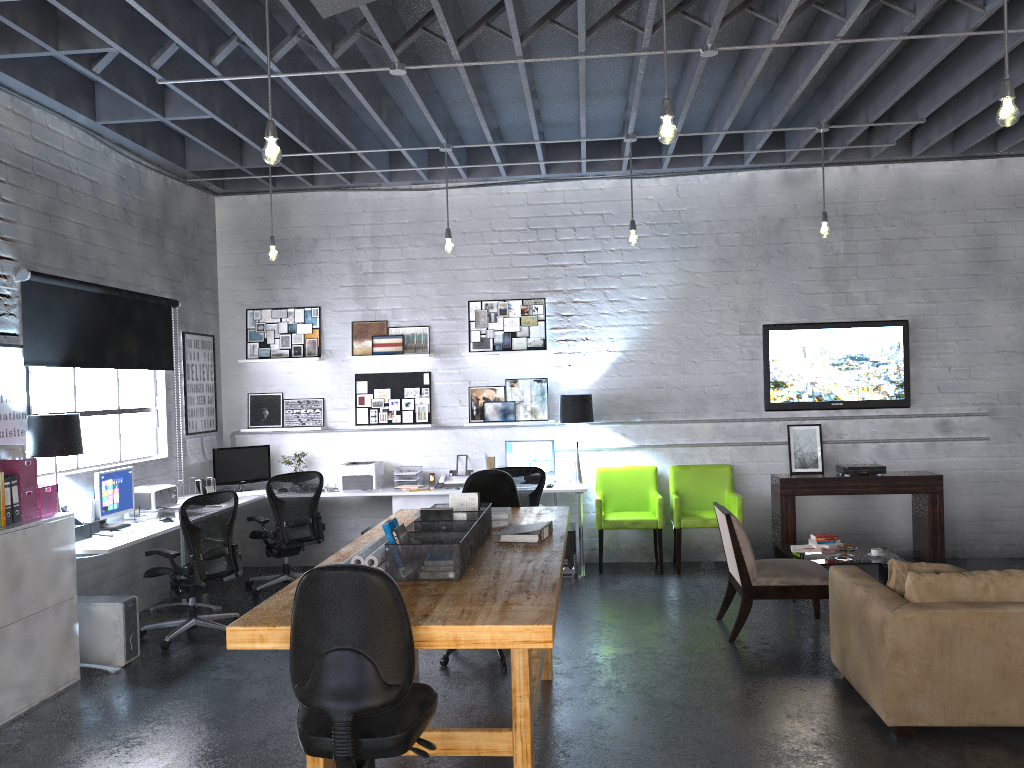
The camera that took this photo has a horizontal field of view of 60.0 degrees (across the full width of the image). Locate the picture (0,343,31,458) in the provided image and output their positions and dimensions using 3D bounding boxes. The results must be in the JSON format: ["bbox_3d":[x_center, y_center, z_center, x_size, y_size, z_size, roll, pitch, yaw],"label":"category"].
[{"bbox_3d":[-3.140,0.141,5.416,0.020,0.780,0.606,-2,1,5],"label":"picture"}]

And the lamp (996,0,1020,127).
[{"bbox_3d":[2.179,-1.576,3.913,0.104,0.878,0.104,-2,1,-41],"label":"lamp"}]

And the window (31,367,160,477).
[{"bbox_3d":[-3.131,0.014,6.690,0.030,1.220,1.821,-2,0,5],"label":"window"}]

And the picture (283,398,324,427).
[{"bbox_3d":[-2.038,0.281,8.670,0.410,0.277,0.036,-2,1,5],"label":"picture"}]

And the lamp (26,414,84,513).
[{"bbox_3d":[-2.902,0.611,5.645,0.333,0.832,0.333,-2,1,-34],"label":"lamp"}]

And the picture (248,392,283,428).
[{"bbox_3d":[-2.422,0.259,8.705,0.355,0.343,0.042,-2,1,5],"label":"picture"}]

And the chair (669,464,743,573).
[{"bbox_3d":[1.770,1.220,8.128,0.611,0.920,0.516,-2,1,5],"label":"chair"}]

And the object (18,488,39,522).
[{"bbox_3d":[-2.899,0.702,5.148,0.214,0.177,0.161,-2,0,5],"label":"object"}]

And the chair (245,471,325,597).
[{"bbox_3d":[-2.009,1.274,7.763,0.753,1.031,0.731,-1,1,29],"label":"chair"}]

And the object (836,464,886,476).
[{"bbox_3d":[3.164,0.779,8.050,0.370,0.082,0.266,-2,0,5],"label":"object"}]

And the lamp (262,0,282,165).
[{"bbox_3d":[-1.150,-1.479,4.197,0.104,0.878,0.104,-2,1,5],"label":"lamp"}]

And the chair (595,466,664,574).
[{"bbox_3d":[1.077,1.240,8.187,0.611,0.920,0.516,-2,1,5],"label":"chair"}]

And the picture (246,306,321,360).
[{"bbox_3d":[-2.236,-0.495,8.667,0.749,0.503,0.058,-2,1,5],"label":"picture"}]

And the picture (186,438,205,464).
[{"bbox_3d":[-2.891,0.609,8.109,0.036,0.221,0.289,-2,0,5],"label":"picture"}]

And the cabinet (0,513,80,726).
[{"bbox_3d":[-2.931,1.302,4.864,0.465,1.021,1.151,-2,0,5],"label":"cabinet"}]

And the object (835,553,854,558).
[{"bbox_3d":[2.606,1.339,6.954,0.137,0.031,0.137,-2,0,31],"label":"object"}]

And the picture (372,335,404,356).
[{"bbox_3d":[-1.202,-0.372,8.572,0.311,0.196,0.029,-2,1,5],"label":"picture"}]

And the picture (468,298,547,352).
[{"bbox_3d":[-0.046,-0.559,8.481,0.749,0.503,0.058,-2,1,5],"label":"picture"}]

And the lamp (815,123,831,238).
[{"bbox_3d":[2.435,-1.580,6.930,0.104,0.878,0.104,-2,1,-41],"label":"lamp"}]

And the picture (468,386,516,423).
[{"bbox_3d":[-0.192,0.193,8.503,0.452,0.345,0.054,-2,1,5],"label":"picture"}]

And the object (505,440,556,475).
[{"bbox_3d":[0.181,0.732,8.311,0.465,0.417,0.212,-2,1,10],"label":"object"}]

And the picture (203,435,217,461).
[{"bbox_3d":[-2.862,0.608,8.455,0.036,0.221,0.289,-2,0,5],"label":"picture"}]

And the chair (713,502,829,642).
[{"bbox_3d":[1.787,1.256,6.042,0.725,0.842,0.575,-2,1,5],"label":"chair"}]

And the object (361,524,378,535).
[{"bbox_3d":[-1.274,1.563,8.350,0.180,0.411,0.476,-2,0,5],"label":"object"}]

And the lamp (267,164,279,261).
[{"bbox_3d":[-1.983,-1.452,7.306,0.104,0.878,0.104,-2,1,5],"label":"lamp"}]

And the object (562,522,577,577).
[{"bbox_3d":[0.499,1.512,8.120,0.180,0.411,0.476,-2,0,5],"label":"object"}]

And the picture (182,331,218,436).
[{"bbox_3d":[-2.903,-0.004,8.266,0.020,0.935,0.658,-2,1,5],"label":"picture"}]

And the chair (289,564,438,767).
[{"bbox_3d":[-0.530,1.159,3.102,0.659,1.165,0.687,-2,1,3],"label":"chair"}]

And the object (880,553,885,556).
[{"bbox_3d":[2.899,1.331,6.923,0.022,0.009,0.108,-2,0,44],"label":"object"}]

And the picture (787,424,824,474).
[{"bbox_3d":[2.729,0.604,8.244,0.308,0.457,0.092,-2,1,5],"label":"picture"}]

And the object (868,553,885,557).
[{"bbox_3d":[2.852,1.339,6.938,0.131,0.016,0.131,-2,0,11],"label":"object"}]

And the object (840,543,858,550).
[{"bbox_3d":[2.763,1.331,7.295,0.151,0.040,0.151,-2,0,22],"label":"object"}]

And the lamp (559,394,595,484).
[{"bbox_3d":[0.605,0.512,8.243,0.333,0.832,0.333,-2,1,-34],"label":"lamp"}]

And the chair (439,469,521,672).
[{"bbox_3d":[-0.125,1.150,5.641,0.659,1.165,0.687,-2,1,3],"label":"chair"}]

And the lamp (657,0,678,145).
[{"bbox_3d":[0.697,-1.533,4.039,0.104,0.878,0.104,-2,1,5],"label":"lamp"}]

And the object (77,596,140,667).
[{"bbox_3d":[-2.694,1.601,5.749,0.478,0.411,0.200,-2,1,5],"label":"object"}]

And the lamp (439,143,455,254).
[{"bbox_3d":[-0.524,-1.494,7.182,0.104,0.878,0.104,-2,1,5],"label":"lamp"}]

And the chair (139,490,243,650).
[{"bbox_3d":[-2.306,1.281,6.326,0.753,1.031,0.731,-2,1,9],"label":"chair"}]

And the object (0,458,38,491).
[{"bbox_3d":[-2.904,0.526,5.145,0.214,0.177,0.161,-2,0,5],"label":"object"}]

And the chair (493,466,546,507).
[{"bbox_3d":[-0.037,1.216,7.749,0.732,1.031,0.753,-2,1,-26],"label":"chair"}]

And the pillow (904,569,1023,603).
[{"bbox_3d":[2.274,1.093,4.368,0.704,0.402,0.291,-2,1,5],"label":"pillow"}]

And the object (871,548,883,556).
[{"bbox_3d":[2.853,1.316,6.939,0.080,0.052,0.077,-2,0,-37],"label":"object"}]

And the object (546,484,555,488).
[{"bbox_3d":[0.346,0.918,8.009,0.058,0.036,0.114,-2,0,20],"label":"object"}]

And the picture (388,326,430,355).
[{"bbox_3d":[-0.998,-0.418,8.569,0.410,0.277,0.036,-2,1,5],"label":"picture"}]

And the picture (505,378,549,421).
[{"bbox_3d":[0.143,0.151,8.483,0.410,0.408,0.047,-2,1,5],"label":"picture"}]

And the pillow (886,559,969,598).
[{"bbox_3d":[2.153,1.096,4.591,0.523,0.403,0.319,-2,1,24],"label":"pillow"}]

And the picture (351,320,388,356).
[{"bbox_3d":[-1.381,-0.440,8.604,0.355,0.343,0.042,-2,1,5],"label":"picture"}]

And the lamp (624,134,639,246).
[{"bbox_3d":[0.953,-1.537,7.056,0.104,0.878,0.104,-2,1,5],"label":"lamp"}]

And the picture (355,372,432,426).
[{"bbox_3d":[-1.153,0.142,8.587,0.749,0.503,0.058,-2,1,5],"label":"picture"}]
